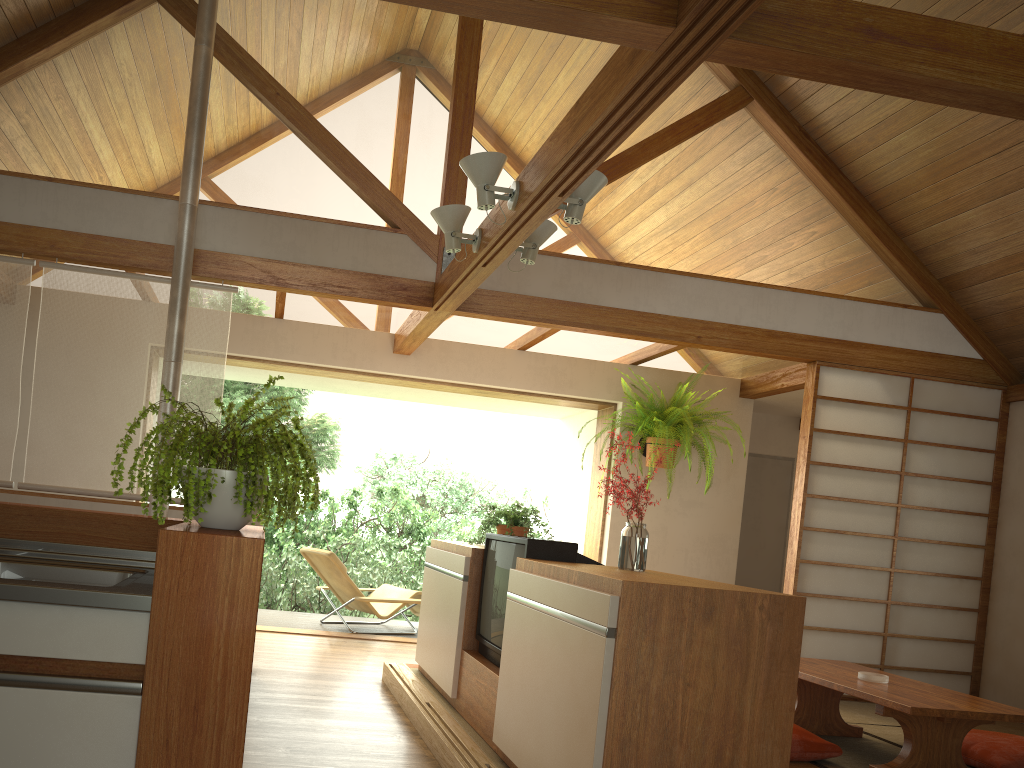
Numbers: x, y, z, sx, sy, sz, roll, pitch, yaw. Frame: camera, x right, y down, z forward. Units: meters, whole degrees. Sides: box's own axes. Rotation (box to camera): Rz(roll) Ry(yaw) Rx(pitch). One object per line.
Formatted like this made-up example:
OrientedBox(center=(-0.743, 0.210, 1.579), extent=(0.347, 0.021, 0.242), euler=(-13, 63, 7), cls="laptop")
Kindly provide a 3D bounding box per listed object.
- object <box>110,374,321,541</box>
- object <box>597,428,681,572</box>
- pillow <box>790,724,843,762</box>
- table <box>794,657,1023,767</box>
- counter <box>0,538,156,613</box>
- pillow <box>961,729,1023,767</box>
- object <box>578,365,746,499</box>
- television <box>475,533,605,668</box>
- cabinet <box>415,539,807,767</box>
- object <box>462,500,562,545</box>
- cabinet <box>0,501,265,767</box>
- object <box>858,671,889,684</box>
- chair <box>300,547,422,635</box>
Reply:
OrientedBox(center=(-0.644, 0.169, 1.994), extent=(0.465, 0.349, 0.487), euler=(4, -6, 13), cls="object")
OrientedBox(center=(0.415, 0.404, 3.069), extent=(0.235, 0.498, 0.228), euler=(6, -1, -5), cls="object")
OrientedBox(center=(1.024, 1.512, 3.819), extent=(0.539, 0.147, 0.587), euler=(8, -9, -18), cls="pillow")
OrientedBox(center=(1.581, 1.479, 3.877), extent=(0.587, 0.333, 1.245), euler=(7, -9, -14), cls="table")
OrientedBox(center=(-2.019, 0.332, 1.792), extent=(2.533, 0.168, 0.635), euler=(7, -9, -9), cls="counter")
OrientedBox(center=(2.232, 1.670, 3.987), extent=(0.544, 0.131, 0.581), euler=(8, -9, -13), cls="pillow")
OrientedBox(center=(1.186, 0.380, 6.483), extent=(1.234, 1.124, 1.099), euler=(7, -4, -18), cls="object")
OrientedBox(center=(0.171, 0.921, 3.653), extent=(0.480, 0.536, 0.661), euler=(7, -5, -13), cls="television")
OrientedBox(center=(0.124, 1.091, 3.650), extent=(0.543, 0.731, 2.743), euler=(7, -9, -15), cls="cabinet")
OrientedBox(center=(-0.033, 0.801, 4.684), extent=(0.527, 0.374, 0.544), euler=(1, -8, 39), cls="object")
OrientedBox(center=(-1.975, 0.624, 1.896), extent=(2.729, 0.878, 0.862), euler=(7, -4, -9), cls="cabinet")
OrientedBox(center=(1.590, 1.292, 3.852), extent=(0.112, 0.030, 0.127), euler=(12, -11, -38), cls="object")
OrientedBox(center=(-1.120, 1.699, 7.182), extent=(1.172, 0.624, 0.852), euler=(11, -8, -36), cls="chair")
